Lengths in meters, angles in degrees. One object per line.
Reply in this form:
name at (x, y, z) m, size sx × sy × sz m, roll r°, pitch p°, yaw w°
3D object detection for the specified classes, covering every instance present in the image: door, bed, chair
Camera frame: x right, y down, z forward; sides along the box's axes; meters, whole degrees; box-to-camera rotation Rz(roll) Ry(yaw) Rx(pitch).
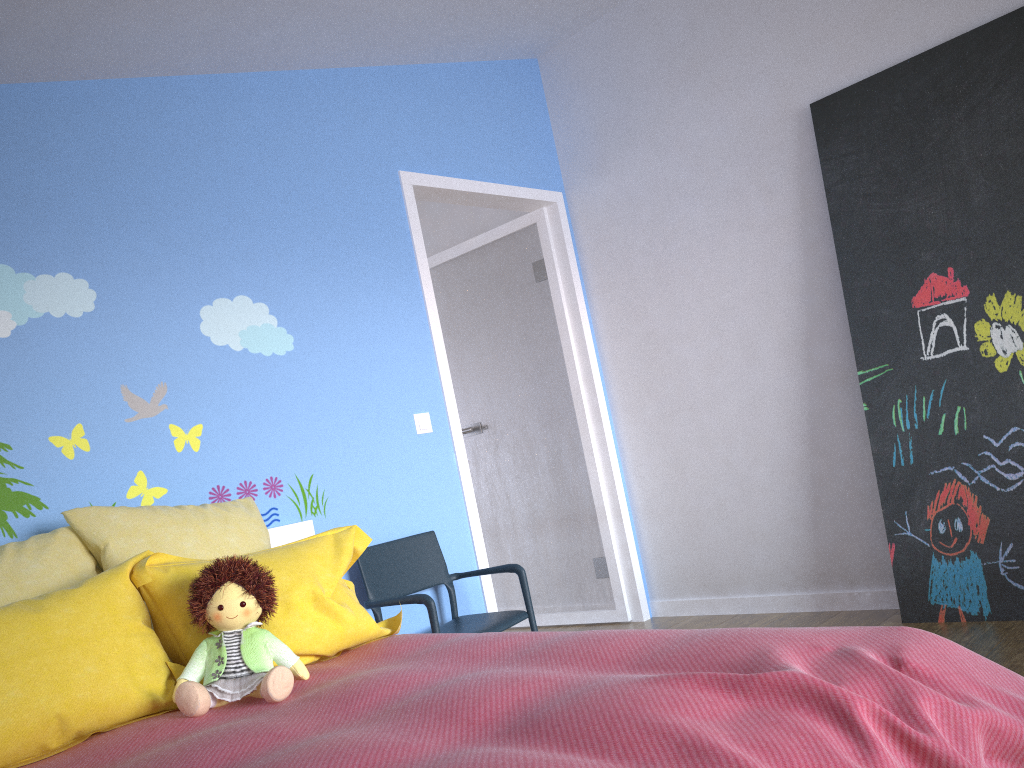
door at (-0.245, 0.235, 4.293) m, size 1.005 × 2.123 × 1.029 m, roll -14°, pitch -4°, yaw 43°
bed at (-0.335, 0.672, 1.631) m, size 2.334 × 0.809 × 1.919 m, roll -16°, pitch -7°, yaw 43°
chair at (-0.227, 0.860, 3.102) m, size 0.419 × 0.673 × 0.510 m, roll -14°, pitch -4°, yaw 40°

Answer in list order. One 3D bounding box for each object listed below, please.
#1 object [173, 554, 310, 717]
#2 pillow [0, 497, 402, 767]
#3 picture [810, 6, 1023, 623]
object at (-0.614, 0.548, 1.941) m, size 0.285 × 0.341 × 0.252 m, roll -11°, pitch -3°, yaw -12°
pillow at (-0.958, 0.543, 2.172) m, size 1.340 × 0.530 × 0.684 m, roll -6°, pitch -7°, yaw -45°
picture at (1.641, -0.207, 3.040) m, size 0.964 × 2.014 × 0.207 m, roll -14°, pitch -4°, yaw 44°
